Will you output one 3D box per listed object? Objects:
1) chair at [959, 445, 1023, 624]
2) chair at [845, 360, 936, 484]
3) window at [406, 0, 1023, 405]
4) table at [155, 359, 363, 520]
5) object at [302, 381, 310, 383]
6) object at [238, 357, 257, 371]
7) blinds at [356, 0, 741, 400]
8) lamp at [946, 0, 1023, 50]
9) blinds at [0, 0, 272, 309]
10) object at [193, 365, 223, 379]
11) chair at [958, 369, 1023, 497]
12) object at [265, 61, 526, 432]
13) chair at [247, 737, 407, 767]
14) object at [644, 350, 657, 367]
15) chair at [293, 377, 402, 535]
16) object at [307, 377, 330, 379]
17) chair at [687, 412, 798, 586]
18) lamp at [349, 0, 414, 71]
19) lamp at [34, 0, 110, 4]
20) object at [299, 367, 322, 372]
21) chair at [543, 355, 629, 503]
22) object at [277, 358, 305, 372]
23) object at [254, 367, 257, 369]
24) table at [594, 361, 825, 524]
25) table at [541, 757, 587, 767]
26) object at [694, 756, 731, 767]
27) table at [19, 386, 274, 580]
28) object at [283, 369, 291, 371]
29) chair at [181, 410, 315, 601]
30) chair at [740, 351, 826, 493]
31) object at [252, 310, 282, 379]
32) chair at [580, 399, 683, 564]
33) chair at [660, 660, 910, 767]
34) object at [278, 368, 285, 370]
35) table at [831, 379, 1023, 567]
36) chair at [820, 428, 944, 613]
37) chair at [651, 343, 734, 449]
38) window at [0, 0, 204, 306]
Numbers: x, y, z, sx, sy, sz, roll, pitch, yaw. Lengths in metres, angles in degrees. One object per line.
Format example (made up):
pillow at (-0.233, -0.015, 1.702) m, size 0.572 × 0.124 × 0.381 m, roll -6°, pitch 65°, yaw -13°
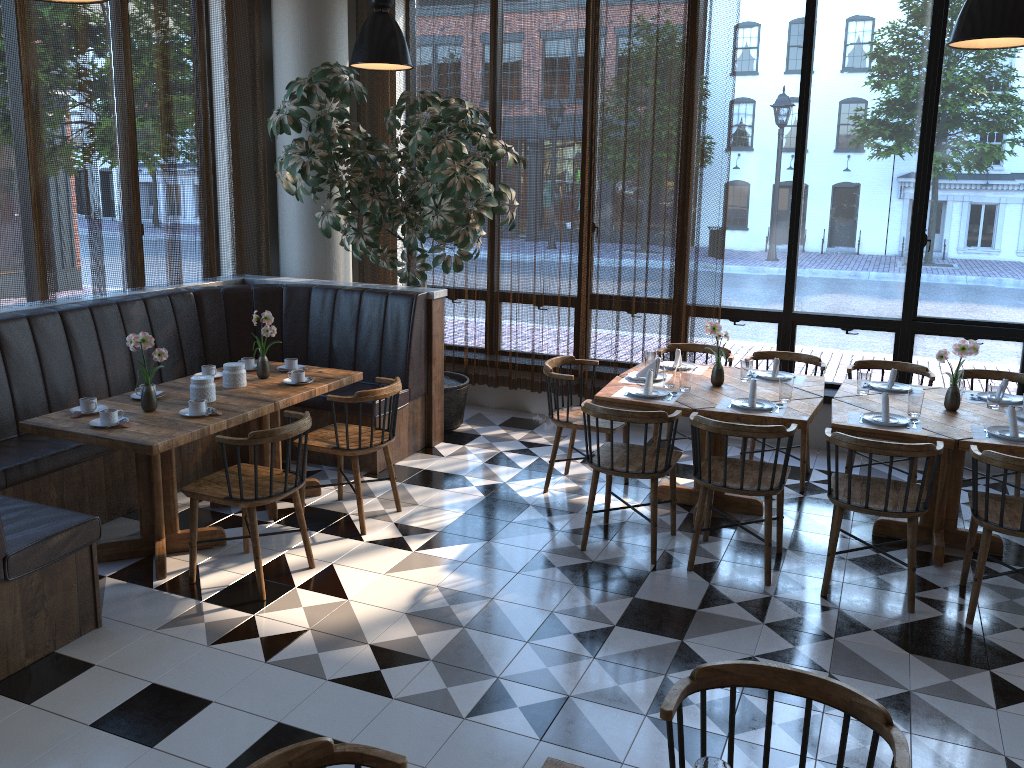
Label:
chair at (2.346, 0.673, 4.060) m, size 0.520 × 0.811 × 0.553 m, roll 6°, pitch 13°, yaw 23°
chair at (2.382, 0.299, 5.664) m, size 0.520 × 0.811 × 0.553 m, roll 6°, pitch 13°, yaw 23°
window at (1.325, -1.556, 6.808) m, size 4.973 × 3.141 × 0.367 m, roll 6°, pitch 12°, yaw 23°
table at (-1.487, 0.339, 5.331) m, size 0.851 × 0.758 × 0.856 m, roll 6°, pitch 13°, yaw 23°
object at (-1.195, -0.008, 5.114) m, size 0.050 × 0.023 × 0.052 m, roll 5°, pitch 13°, yaw 18°
object at (-1.638, -0.125, 5.495) m, size 0.176 × 0.066 × 0.176 m, roll 10°, pitch 16°, yaw 36°
blinds at (0.121, -1.696, 7.043) m, size 3.203 × 3.553 × 0.156 m, roll 6°, pitch 12°, yaw 23°
lamp at (2.225, -2.469, 3.895) m, size 0.390 × 1.850 × 0.393 m, roll 1°, pitch 11°, yaw 1°
blinds at (-3.135, -1.208, 4.714) m, size 0.155 × 3.552 × 5.581 m, roll 6°, pitch 13°, yaw 23°
object at (-1.798, -0.073, 5.256) m, size 0.176 × 0.066 × 0.177 m, roll -4°, pitch 14°, yaw -21°
chair at (2.943, 0.364, 5.426) m, size 0.520 × 0.811 × 0.553 m, roll 6°, pitch 13°, yaw 23°
object at (-0.883, -0.972, 6.587) m, size 1.754 × 2.759 × 1.491 m, roll -3°, pitch 12°, yaw -18°
chair at (-0.312, 1.189, 1.656) m, size 0.550 × 0.811 × 0.523 m, roll 6°, pitch 13°, yaw 23°
object at (0.878, -0.147, 5.630) m, size 0.080 × 0.131 × 0.080 m, roll 3°, pitch 12°, yaw 8°
chair at (-0.916, 0.377, 5.092) m, size 0.550 × 0.811 × 0.523 m, roll 6°, pitch 13°, yaw 23°
object at (-1.145, -0.038, 5.246) m, size 0.155 × 0.023 × 0.034 m, roll -11°, pitch 17°, yaw -41°
chair at (1.171, 0.537, 4.558) m, size 0.520 × 0.811 × 0.553 m, roll 6°, pitch 13°, yaw 23°
lamp at (-0.771, -2.816, 5.165) m, size 0.391 × 1.850 × 0.392 m, roll 9°, pitch 13°, yaw 35°
lamp at (-1.682, -2.351, 3.105) m, size 0.391 × 1.850 × 0.393 m, roll 6°, pitch 12°, yaw 25°
object at (-1.239, -0.090, 5.462) m, size 0.155 × 0.023 × 0.034 m, roll 4°, pitch 13°, yaw 14°
chair at (0.472, 0.269, 5.654) m, size 0.550 × 0.811 × 0.523 m, roll 6°, pitch 13°, yaw 23°
object at (-1.369, -0.119, 5.491) m, size 0.176 × 0.066 × 0.177 m, roll 4°, pitch 13°, yaw 13°
object at (-1.571, -0.105, 5.488) m, size 0.050 × 0.023 × 0.052 m, roll -11°, pitch 17°, yaw -42°
table at (1.208, 0.382, 5.342) m, size 1.216 × 0.758 × 1.223 m, roll 7°, pitch 14°, yaw 26°
table at (0.290, 1.288, 1.394) m, size 0.851 × 0.758 × 0.856 m, roll 6°, pitch 13°, yaw 23°
object at (0.341, 0.759, 1.529) m, size 0.081 × 0.213 × 0.082 m, roll -2°, pitch 11°, yaw -13°
table at (-1.827, 0.513, 4.560) m, size 0.851 × 0.758 × 0.856 m, roll 6°, pitch 13°, yaw 23°
object at (-1.378, -0.085, 5.428) m, size 0.052 × 0.023 × 0.051 m, roll -3°, pitch 13°, yaw -15°
chair at (-1.258, 0.552, 4.317) m, size 0.550 × 0.811 × 0.523 m, roll 6°, pitch 13°, yaw 23°
chair at (1.785, 0.230, 5.916) m, size 0.520 × 0.811 × 0.553 m, roll 6°, pitch 13°, yaw 23°
object at (-1.459, -0.233, 5.244) m, size 0.207 × 0.397 × 0.147 m, roll 7°, pitch 13°, yaw 28°
chair at (0.643, 0.476, 4.782) m, size 0.520 × 0.811 × 0.553 m, roll 6°, pitch 13°, yaw 23°
chair at (0.561, 1.132, 1.963) m, size 0.520 × 0.811 × 0.553 m, roll 6°, pitch 13°, yaw 23°
object at (-1.409, -0.091, 5.441) m, size 0.052 × 0.023 × 0.051 m, roll -3°, pitch 13°, yaw -15°
table at (2.364, 0.516, 4.852) m, size 1.216 × 0.758 × 1.223 m, roll 7°, pitch 14°, yaw 26°
chair at (1.768, 0.606, 4.305) m, size 0.520 × 0.811 × 0.553 m, roll 6°, pitch 13°, yaw 23°
chair at (1.240, 0.167, 6.148) m, size 0.520 × 0.811 × 0.553 m, roll 6°, pitch 13°, yaw 23°
window at (3.112, -1.088, 4.931) m, size 15.128 × 3.140 × 4.530 m, roll 1°, pitch 12°, yaw 0°
